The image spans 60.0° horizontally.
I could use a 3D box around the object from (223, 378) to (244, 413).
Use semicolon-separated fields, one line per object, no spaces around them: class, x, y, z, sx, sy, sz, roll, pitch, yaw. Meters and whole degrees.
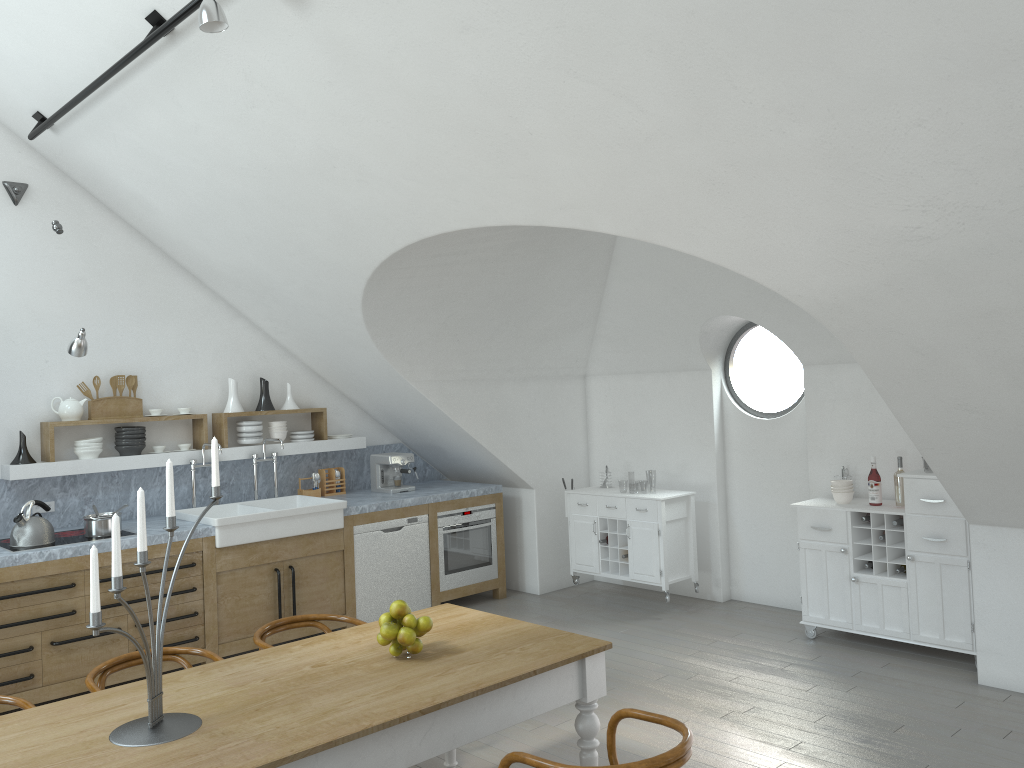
object;-2.165;0.087;6.890;0.156;0.268;0.156;-3;-2;35

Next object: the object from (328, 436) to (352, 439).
object;-1.458;0.456;7.516;0.213;0.025;0.213;-2;0;34

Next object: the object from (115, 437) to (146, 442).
object;-2.716;0.418;6.317;0.205;0.086;0.205;-2;0;-1

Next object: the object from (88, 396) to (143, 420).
object;-2.816;0.166;6.300;0.353;0.158;0.084;-2;-1;-43

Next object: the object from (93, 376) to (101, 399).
object;-2.912;0.090;6.229;0.055;0.299;0.027;-1;-3;-43

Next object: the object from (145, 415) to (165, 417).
object;-2.602;0.233;6.475;0.164;0.012;0.163;-2;0;-26

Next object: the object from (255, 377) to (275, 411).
object;-1.971;0.080;7.068;0.156;0.268;0.156;-1;-2;-39

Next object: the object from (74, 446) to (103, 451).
object;-2.927;0.462;6.123;0.181;0.065;0.181;-2;0;-6

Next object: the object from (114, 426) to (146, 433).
object;-2.726;0.344;6.328;0.205;0.080;0.205;-2;-1;-41

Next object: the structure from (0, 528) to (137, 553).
structure;-2.838;0.992;5.601;0.737;0.041;0.647;-2;0;-43

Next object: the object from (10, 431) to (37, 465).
object;-3.235;0.417;5.865;0.156;0.218;0.156;-3;-2;28

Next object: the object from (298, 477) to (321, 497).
object;-1.657;0.845;7.240;0.173;0.171;0.100;-1;-2;-42

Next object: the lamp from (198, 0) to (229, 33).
lamp;-1.204;-1.516;3.574;0.112;0.175;0.114;-3;-1;10

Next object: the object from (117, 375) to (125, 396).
object;-2.787;0.086;6.319;0.057;0.299;0.019;-1;-3;-43

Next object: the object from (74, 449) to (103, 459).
object;-2.926;0.485;6.123;0.181;0.064;0.181;-2;0;-21

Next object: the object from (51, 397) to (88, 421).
object;-3.036;0.170;6.082;0.174;0.169;0.168;-3;-1;30

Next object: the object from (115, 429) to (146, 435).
object;-2.722;0.371;6.327;0.205;0.084;0.205;-2;0;-16

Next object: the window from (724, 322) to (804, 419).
window;2.050;-0.127;7.054;0.060;0.900;0.899;-1;-2;-43

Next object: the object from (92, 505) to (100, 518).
object;-2.665;0.872;5.716;0.235;0.167;0.051;-3;-2;42

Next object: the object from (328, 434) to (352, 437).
object;-1.458;0.447;7.516;0.213;0.025;0.213;-2;0;34

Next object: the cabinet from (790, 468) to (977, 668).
cabinet;2.535;1.142;5.861;0.610;1.155;1.241;-1;-2;-43

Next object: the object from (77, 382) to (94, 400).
object;-2.937;0.109;6.201;0.199;0.259;0.016;-2;-2;-33

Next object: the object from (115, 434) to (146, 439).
object;-2.721;0.397;6.321;0.205;0.072;0.205;-3;0;34

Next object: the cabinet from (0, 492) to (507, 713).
cabinet;-2.716;1.544;5.741;6.430;1.023;1.003;-2;-1;-43

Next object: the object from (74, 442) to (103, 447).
object;-2.926;0.439;6.126;0.181;0.069;0.181;-2;0;-26

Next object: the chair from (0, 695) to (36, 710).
chair;-1.900;1.527;3.041;0.621;0.735;0.527;-3;-2;44

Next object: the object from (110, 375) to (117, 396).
object;-2.825;0.087;6.310;0.040;0.299;0.061;-4;-3;44

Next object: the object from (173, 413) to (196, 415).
object;-2.446;0.227;6.622;0.164;0.012;0.163;-2;0;-26

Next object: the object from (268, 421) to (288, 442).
object;-1.872;0.379;7.086;0.158;0.160;0.154;-2;-1;-15

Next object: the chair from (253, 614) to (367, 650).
chair;-0.876;1.489;4.072;0.621;0.735;0.527;-3;-2;43

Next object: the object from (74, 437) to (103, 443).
object;-2.926;0.410;6.128;0.181;0.076;0.181;-2;0;-6

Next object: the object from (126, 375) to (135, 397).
object;-2.742;0.085;6.365;0.068;0.298;0.039;-1;-3;-43

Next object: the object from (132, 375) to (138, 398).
object;-2.727;0.085;6.403;0.057;0.294;0.030;-1;-3;-43

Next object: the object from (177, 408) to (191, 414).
object;-2.447;0.204;6.623;0.098;0.049;0.098;-3;-1;44

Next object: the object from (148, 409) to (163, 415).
object;-2.603;0.210;6.476;0.098;0.049;0.098;-3;-1;44

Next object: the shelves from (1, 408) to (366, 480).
shelves;-3.266;-0.059;5.675;0.479;1.363;5.551;-4;-1;41

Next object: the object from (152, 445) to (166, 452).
object;-2.581;0.477;6.478;0.098;0.049;0.098;-3;-1;44

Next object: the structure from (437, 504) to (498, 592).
structure;-0.559;1.351;7.549;0.632;0.637;0.630;-1;-1;-43

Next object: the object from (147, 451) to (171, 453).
object;-2.580;0.501;6.477;0.164;0.012;0.163;-2;0;-26

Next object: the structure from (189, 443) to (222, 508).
structure;-2.172;0.695;6.495;0.332;0.530;0.214;-3;-2;27

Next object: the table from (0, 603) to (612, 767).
table;-1.162;1.460;2.645;3.350;0.799;1.017;-2;-1;-43

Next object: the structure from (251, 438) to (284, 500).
structure;-1.817;0.681;6.830;0.332;0.530;0.214;-3;-2;27

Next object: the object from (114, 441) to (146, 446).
object;-2.721;0.446;6.318;0.205;0.086;0.205;-2;0;-6

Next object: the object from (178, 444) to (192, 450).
object;-2.440;0.472;6.609;0.098;0.049;0.098;-3;-1;44

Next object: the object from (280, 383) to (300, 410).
object;-1.813;0.099;7.228;0.156;0.218;0.156;-3;-2;28

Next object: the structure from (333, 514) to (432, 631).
structure;-1.108;1.467;7.032;0.724;0.823;0.598;-1;-2;-43

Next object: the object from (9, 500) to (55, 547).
object;-2.931;0.843;5.415;0.246;0.268;0.246;-2;-1;-33

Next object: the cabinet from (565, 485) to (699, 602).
cabinet;0.945;1.279;7.278;0.497;0.790;1.133;-1;-1;-43

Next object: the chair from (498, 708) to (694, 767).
chair;0.277;1.437;2.770;0.527;0.735;0.621;-1;-2;-40

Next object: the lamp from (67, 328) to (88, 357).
lamp;-2.647;-0.251;5.435;0.168;0.176;0.112;-3;-2;39

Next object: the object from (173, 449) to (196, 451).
object;-2.440;0.495;6.608;0.164;0.012;0.163;-2;0;-26

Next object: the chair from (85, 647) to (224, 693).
chair;-1.410;1.509;3.584;0.527;0.735;0.621;-1;-2;-40

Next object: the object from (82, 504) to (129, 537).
object;-2.583;0.895;5.746;0.232;0.170;0.394;-3;-1;27

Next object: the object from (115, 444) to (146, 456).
object;-2.720;0.473;6.317;0.205;0.072;0.205;-3;0;34

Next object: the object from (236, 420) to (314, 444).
object;-1.888;0.382;7.103;0.657;0.196;0.197;-2;-1;-44

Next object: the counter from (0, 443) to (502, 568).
counter;-2.711;0.723;5.835;6.577;0.620;0.960;-2;-1;-43
